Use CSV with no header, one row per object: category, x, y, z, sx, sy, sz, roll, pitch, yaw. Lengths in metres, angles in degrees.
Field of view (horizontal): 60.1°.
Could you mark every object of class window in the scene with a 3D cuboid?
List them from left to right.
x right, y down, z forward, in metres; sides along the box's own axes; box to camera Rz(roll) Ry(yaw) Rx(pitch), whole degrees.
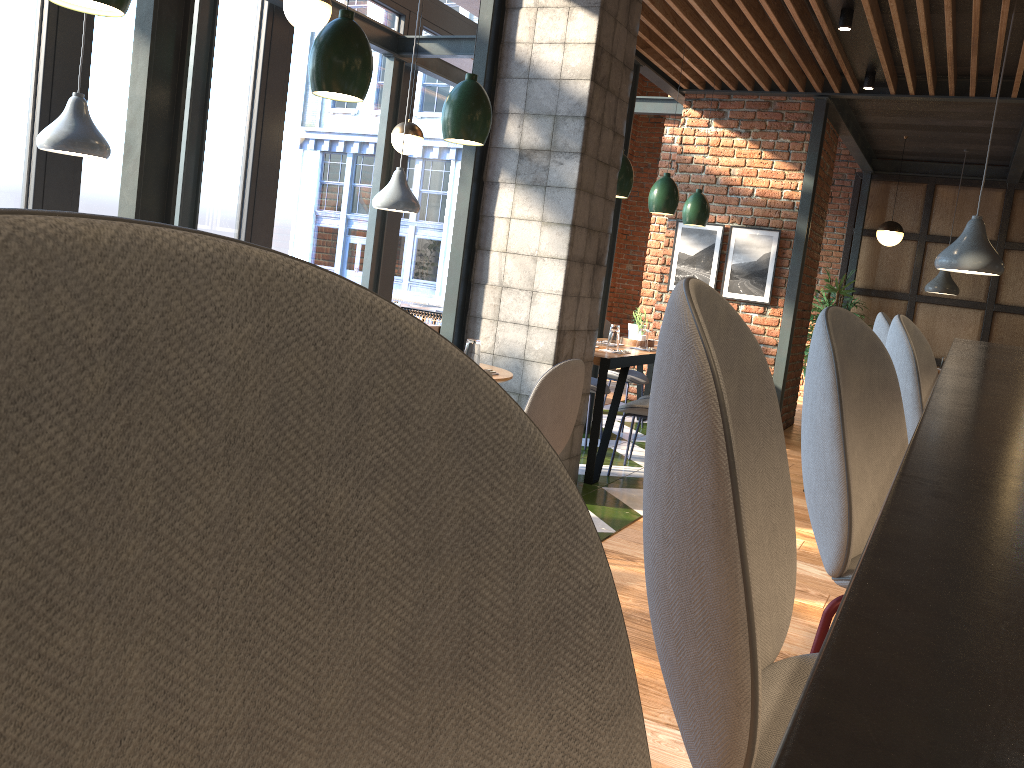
window,-2.123,-3.048,5.886,0.128,5.574,8.734,10,7,26

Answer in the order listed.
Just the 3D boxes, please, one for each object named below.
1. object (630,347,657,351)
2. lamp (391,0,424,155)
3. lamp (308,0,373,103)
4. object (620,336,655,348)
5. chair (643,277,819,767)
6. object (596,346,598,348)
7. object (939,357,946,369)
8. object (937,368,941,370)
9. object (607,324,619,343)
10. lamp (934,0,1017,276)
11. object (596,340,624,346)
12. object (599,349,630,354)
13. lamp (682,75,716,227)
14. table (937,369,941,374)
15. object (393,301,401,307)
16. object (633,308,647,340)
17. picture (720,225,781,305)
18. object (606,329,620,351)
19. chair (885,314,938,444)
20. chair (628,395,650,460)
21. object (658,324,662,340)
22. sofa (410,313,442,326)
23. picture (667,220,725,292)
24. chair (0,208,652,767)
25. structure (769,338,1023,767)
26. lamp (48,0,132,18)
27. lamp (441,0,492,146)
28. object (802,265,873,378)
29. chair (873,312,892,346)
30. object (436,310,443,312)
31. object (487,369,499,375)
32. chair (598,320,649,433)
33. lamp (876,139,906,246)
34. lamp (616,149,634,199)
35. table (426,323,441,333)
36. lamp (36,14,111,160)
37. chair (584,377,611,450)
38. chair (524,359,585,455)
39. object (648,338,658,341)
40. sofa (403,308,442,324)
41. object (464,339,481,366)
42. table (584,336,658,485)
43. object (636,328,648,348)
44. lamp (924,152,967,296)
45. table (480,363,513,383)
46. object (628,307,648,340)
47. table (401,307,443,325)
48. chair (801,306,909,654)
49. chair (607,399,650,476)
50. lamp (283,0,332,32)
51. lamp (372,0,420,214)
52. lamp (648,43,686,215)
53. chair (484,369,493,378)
object,0.929,-0.252,6.245,0.158,0.019,0.243,11,9,26
lamp,-0.641,-3.762,7.166,0.268,3.778,0.269,7,5,-6
lamp,-0.490,-2.012,3.054,0.224,2.013,0.224,10,6,30
object,0.930,-0.311,6.572,0.251,0.046,0.254,7,8,0
chair,0.324,0.540,0.887,0.509,1.238,0.419,10,6,22
object,0.478,-0.261,5.881,0.158,0.019,0.243,11,9,26
object,4.810,-0.232,9.861,0.080,0.137,0.080,8,6,5
object,4.827,-0.162,9.849,0.157,0.019,0.244,6,8,-8
object,0.728,-0.355,6.321,0.080,0.137,0.080,3,7,-40
lamp,2.843,-2.836,4.779,0.352,4.472,0.355,5,6,-28
object,0.709,-0.296,6.356,0.158,0.019,0.243,11,9,26
object,0.663,-0.216,5.724,0.158,0.019,0.243,11,9,26
lamp,1.635,-2.306,7.241,0.224,2.013,0.224,10,6,30
table,4.598,0.157,9.914,0.806,0.684,0.812,4,7,-24
object,-0.894,-0.570,6.816,0.080,0.137,0.080,7,6,1
object,0.947,-0.418,6.490,0.116,0.281,0.128,9,6,22
picture,2.034,-1.020,7.566,0.431,0.628,0.015,10,6,26
object,0.661,-0.286,5.748,0.080,0.137,0.080,3,7,-40
chair,1.121,0.473,2.217,0.509,1.238,0.418,11,6,32
chair,1.137,0.118,6.183,0.510,0.884,0.418,11,7,32
object,1.260,-0.427,7.355,0.080,0.137,0.080,2,8,-42
sofa,-1.013,-0.234,7.328,1.095,0.730,0.471,11,7,26
picture,1.610,-1.103,7.780,0.431,0.628,0.015,10,6,26
chair,0.041,0.611,0.174,0.509,1.238,0.419,10,6,24
structure,1.816,0.702,0.615,2.926,1.390,4.927,11,8,26
lamp,-0.948,-1.948,2.151,0.224,2.013,0.224,10,6,30
lamp,-0.087,-2.067,3.849,0.224,2.013,0.224,10,6,30
object,3.808,-0.558,10.579,0.978,1.715,0.918,6,6,-8
chair,1.403,0.403,3.001,0.509,1.238,0.418,10,6,26
object,-0.619,-0.692,8.474,0.243,0.019,0.158,11,8,25
object,-0.177,-0.059,3.911,0.158,0.019,0.243,12,9,31
chair,0.900,-0.084,7.454,0.510,0.884,0.418,11,7,33
lamp,4.254,-3.336,9.293,0.268,3.778,0.270,5,5,-20
lamp,0.774,-2.187,5.543,0.224,2.013,0.224,10,6,30
table,-1.269,-0.186,6.828,1.276,0.703,0.659,11,7,26
lamp,-2.015,-3.413,4.451,0.354,4.472,0.352,12,7,42
chair,0.475,-0.013,6.525,0.509,0.884,0.419,10,6,23
chair,0.009,0.290,3.848,0.510,0.884,0.418,11,7,32
object,1.240,-0.368,7.390,0.158,0.019,0.243,11,8,25
sofa,-0.652,-0.284,8.039,1.095,0.730,0.471,11,7,26
object,-0.177,-0.129,3.935,0.080,0.137,0.080,7,6,-6
table,0.871,0.084,6.635,0.660,0.762,2.777,10,8,26
object,0.927,-0.323,6.269,0.080,0.137,0.080,6,6,-10
lamp,5.030,-3.208,9.598,0.352,4.472,0.355,5,6,-28
table,-0.388,0.282,4.055,0.702,0.744,0.699,12,8,36
object,0.940,-0.433,6.616,0.146,0.275,0.146,8,6,7
table,-0.399,-0.306,8.542,1.276,0.703,0.659,11,7,26
chair,0.705,0.510,1.551,0.510,1.238,0.418,11,7,37
chair,0.914,0.161,5.653,0.509,0.884,0.419,10,6,22
lamp,-0.928,-3.860,4.839,0.268,3.778,0.270,5,5,-20
lamp,-0.571,-3.480,6.310,0.352,4.472,0.355,6,5,-12
lamp,1.232,-2.250,6.446,0.224,2.013,0.224,10,6,30
chair,-0.368,0.351,3.041,0.509,0.884,0.419,10,6,22
